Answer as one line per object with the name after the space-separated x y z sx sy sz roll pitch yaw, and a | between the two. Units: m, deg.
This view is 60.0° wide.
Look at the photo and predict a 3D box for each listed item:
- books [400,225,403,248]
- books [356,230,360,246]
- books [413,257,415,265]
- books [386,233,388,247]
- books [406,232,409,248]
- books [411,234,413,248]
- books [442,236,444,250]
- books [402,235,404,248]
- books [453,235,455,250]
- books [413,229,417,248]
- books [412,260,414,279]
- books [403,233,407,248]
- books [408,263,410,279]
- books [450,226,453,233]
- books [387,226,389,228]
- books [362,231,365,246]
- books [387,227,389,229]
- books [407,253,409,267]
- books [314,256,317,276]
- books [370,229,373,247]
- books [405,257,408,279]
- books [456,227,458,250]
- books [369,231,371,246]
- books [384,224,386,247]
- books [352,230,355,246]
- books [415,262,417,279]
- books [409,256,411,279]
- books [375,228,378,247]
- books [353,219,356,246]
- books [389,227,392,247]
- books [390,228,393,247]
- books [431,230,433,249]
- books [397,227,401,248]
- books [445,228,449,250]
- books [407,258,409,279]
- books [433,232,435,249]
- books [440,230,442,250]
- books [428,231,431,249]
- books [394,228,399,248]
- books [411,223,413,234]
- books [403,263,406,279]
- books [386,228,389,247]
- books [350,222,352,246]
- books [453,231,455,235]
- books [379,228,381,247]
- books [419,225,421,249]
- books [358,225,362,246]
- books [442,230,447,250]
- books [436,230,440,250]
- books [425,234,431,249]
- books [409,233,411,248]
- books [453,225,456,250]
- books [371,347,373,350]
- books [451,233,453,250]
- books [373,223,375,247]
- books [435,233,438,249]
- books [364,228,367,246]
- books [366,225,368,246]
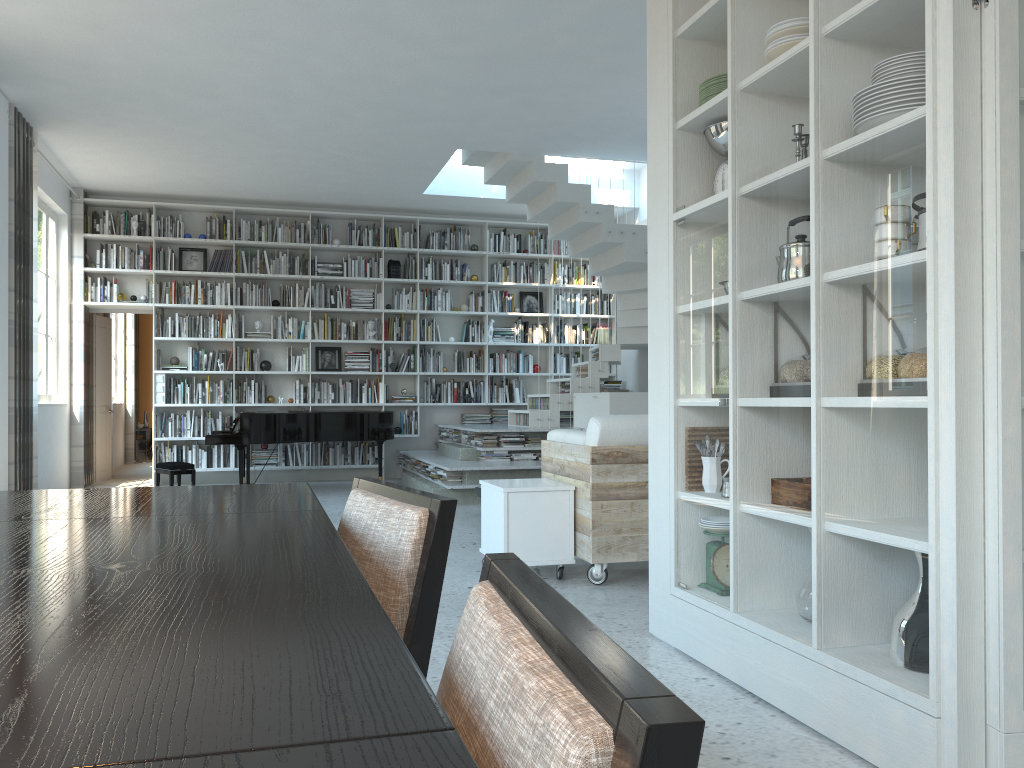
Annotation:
-1.335 -1.753 10.674 0.010 0.297 0.167 0 -1 -16 | books
-1.840 -1.711 10.533 0.050 0.211 0.173 0 -1 -16 | books
-1.184 -1.384 10.736 0.005 0.292 0.130 0 -1 -16 | books
-1.512 -1.701 10.635 0.015 0.192 0.160 0 -1 -16 | books
-1.269 -1.711 10.686 0.031 0.213 0.169 0 -1 -16 | books
-1.223 -1.701 10.713 0.022 0.194 0.182 0 -1 -16 | books
-0.860 -1.698 10.840 0.031 0.190 0.132 0 -1 -16 | books
-1.319 -1.694 10.675 0.022 0.180 0.173 0 -1 -16 | books
-0.724 -1.703 10.836 0.018 0.201 0.188 0 -1 -16 | books
-1.183 -1.731 10.708 0.029 0.253 0.186 0 -1 -16 | books
-1.199 -1.363 10.696 0.013 0.248 0.186 0 -1 -16 | books
-1.297 -1.705 10.682 0.024 0.201 0.180 0 -1 -16 | books
-1.258 -1.346 10.706 0.024 0.217 0.169 0 -1 -16 | books
-0.740 -1.759 10.849 0.006 0.312 0.179 0 -1 -16 | books
-1.489 -1.744 10.643 0.007 0.279 0.150 0 -1 -16 | books
-1.773 -1.707 10.551 0.033 0.203 0.166 0 -1 -16 | books
-1.492 -1.735 10.630 0.006 0.259 0.166 0 -1 -16 | books
-1.264 -1.408 10.705 0.025 0.339 0.143 0 -1 -16 | books
-2.301 -1.365 10.386 0.021 0.249 0.191 0 -1 -16 | books
-1.686 -1.722 10.604 0.026 0.233 0.137 0 -1 -16 | books
-1.279 -1.375 10.671 0.021 0.272 0.190 0 -1 -16 | books
-0.693 -1.752 10.843 0.015 0.299 0.183 0 -1 -16 | books
-1.698 -1.707 10.555 0.023 0.202 0.193 0 -1 -16 | books
-1.521 -1.754 10.626 0.007 0.298 0.181 0 -1 -16 | books
-1.893 -1.710 10.536 0.031 0.208 0.146 0 -1 -16 | books
-1.169 -1.345 10.704 0.008 0.213 0.223 0 -1 -16 | books
-1.243 -1.382 10.688 0.021 0.288 0.179 0 -1 -16 | books
-1.629 -1.727 10.599 0.028 0.244 0.161 0 -1 -16 | books
-1.867 -1.772 10.521 0.010 0.331 0.186 0 -1 -16 | books
-1.467 -1.735 10.640 0.034 0.261 0.157 0 -1 -16 | books
-1.449 -1.736 10.653 0.008 0.262 0.142 0 -1 -16 | books
-0.985 -1.730 10.794 0.012 0.255 0.133 0 -1 -16 | books
-1.359 -1.741 10.685 0.030 0.274 0.151 0 -1 -16 | books
-0.802 -1.749 10.838 0.024 0.292 0.167 0 -1 -16 | books
-1.267 -1.374 10.688 0.022 0.272 0.181 0 -1 -16 | books
-0.959 -1.718 10.778 0.013 0.229 0.174 0 -1 -16 | books
-0.881 -1.731 10.816 0.021 0.256 0.169 0 -1 -16 | books
-1.001 -1.725 10.771 0.009 0.244 0.173 0 -1 -16 | books
-1.394 -1.732 10.653 0.054 0.254 0.191 0 -1 -16 | books
-1.211 -1.768 10.734 0.012 0.329 0.128 0 -1 -16 | books
-1.295 -1.345 10.700 0.019 0.214 0.156 0 -1 -16 | books
-1.494 -1.725 10.614 0.007 0.239 0.191 0 -1 -16 | books
-1.910 -1.754 10.519 0.011 0.296 0.157 0 -1 -16 | books
-0.716 -1.728 10.855 0.008 0.251 0.170 0 -1 -16 | books
-1.581 -1.733 10.621 0.022 0.257 0.136 0 -1 -16 | books
-1.122 -1.756 10.726 0.019 0.304 0.176 0 -1 -16 | books
-1.808 -1.740 10.561 0.028 0.270 0.140 0 -1 -16 | books
-0.821 -1.732 10.809 0.028 0.258 0.185 0 -1 -16 | books
-0.905 -1.731 10.807 0.030 0.255 0.161 0 -1 -16 | books
-1.025 -1.706 10.757 0.046 0.206 0.183 0 -1 -16 | books
-1.248 -1.706 10.713 0.025 0.203 0.162 0 -1 -16 | books
-0.708 -1.767 10.856 0.007 0.329 0.183 0 -1 -16 | books
-1.674 -0.285 10.599 0.011 0.299 0.130 0 -1 -16 | books
-0.750 -1.718 10.840 0.018 0.231 0.160 0 -1 -16 | books
-1.651 -1.759 10.601 0.012 0.308 0.138 0 -1 -16 | books
-0.933 -1.716 10.799 0.028 0.226 0.163 0 -1 -16 | books
-1.747 -1.724 10.563 0.023 0.236 0.154 0 -1 -16 | books
-1.727 -1.741 10.554 0.010 0.270 0.180 0 -1 -16 | books
